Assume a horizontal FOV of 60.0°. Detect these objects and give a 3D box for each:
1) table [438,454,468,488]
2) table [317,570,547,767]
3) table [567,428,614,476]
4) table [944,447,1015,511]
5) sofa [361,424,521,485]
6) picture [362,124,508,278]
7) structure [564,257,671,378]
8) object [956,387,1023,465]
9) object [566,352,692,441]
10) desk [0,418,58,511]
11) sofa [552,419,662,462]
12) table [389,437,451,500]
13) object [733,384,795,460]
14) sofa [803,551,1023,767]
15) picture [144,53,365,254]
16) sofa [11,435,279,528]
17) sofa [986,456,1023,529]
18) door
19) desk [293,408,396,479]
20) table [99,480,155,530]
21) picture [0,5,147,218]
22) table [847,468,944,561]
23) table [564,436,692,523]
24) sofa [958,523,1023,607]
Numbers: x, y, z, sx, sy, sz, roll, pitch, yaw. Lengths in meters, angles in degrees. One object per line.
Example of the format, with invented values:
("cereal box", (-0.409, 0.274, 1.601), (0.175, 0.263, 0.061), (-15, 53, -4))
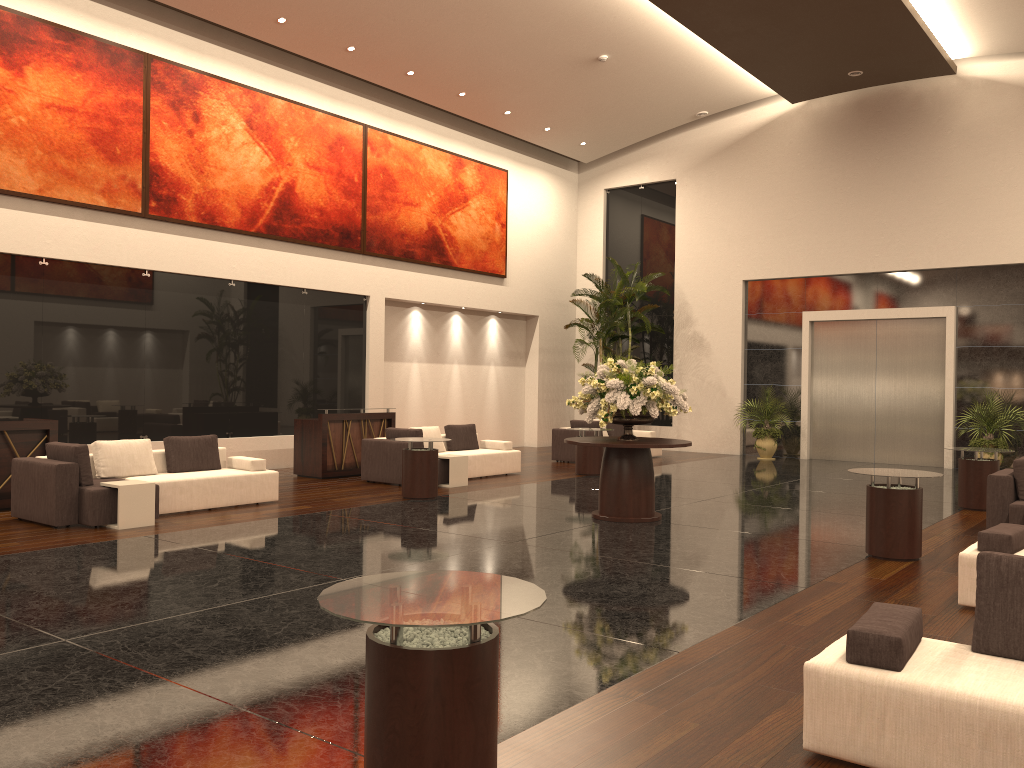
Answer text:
("table", (-0.953, 1.325, 13.569), (0.400, 0.460, 0.400), (1, 0, 38))
("table", (-0.296, 1.177, 3.287), (0.844, 0.795, 0.833), (1, 0, -13))
("table", (1.360, 1.188, 15.527), (0.833, 0.795, 0.844), (1, 0, -2))
("table", (6.209, 1.266, 11.801), (0.833, 0.795, 0.844), (1, 0, -2))
("sofa", (-0.994, 1.121, 14.591), (1.291, 0.862, 2.846), (1, 0, 37))
("picture", (-1.509, -3.763, 19.002), (0.070, 2.526, 4.515), (1, 0, 38))
("structure", (2.542, -0.706, 21.252), (2.436, 4.611, 2.531), (1, 0, 9))
("object", (8.993, 0.862, 16.737), (1.373, 1.682, 1.297), (1, 0, -14))
("object", (1.407, 0.123, 10.554), (1.453, 1.097, 1.402), (1, 0, -6))
("desk", (-6.621, 0.949, 10.011), (0.700, 1.043, 2.606), (1, 0, 38))
("sofa", (2.168, 1.164, 18.706), (1.291, 0.862, 2.846), (1, 0, 37))
("table", (-1.251, 1.152, 12.083), (0.833, 0.795, 0.844), (1, 0, -2))
("object", (5.590, 0.807, 19.419), (1.373, 1.682, 1.297), (1, 0, -19))
("sofa", (1.862, 1.178, 2.494), (2.586, 0.862, 3.366), (1, 0, 38))
("picture", (-4.264, -3.801, 15.416), (0.070, 2.526, 4.515), (1, 0, 38))
("sofa", (-4.146, 1.078, 10.488), (1.291, 0.862, 2.846), (1, 0, 37))
("sofa", (6.472, 1.241, 9.000), (2.846, 0.862, 1.291), (1, 0, 37))
("door", (7.724, 0.154, 18.818), (2.767, 3.048, 0.040), (1, 0, 38))
("desk", (-2.780, 0.966, 14.961), (0.760, 1.114, 1.634), (1, 0, 38))
("table", (-4.105, 1.282, 9.466), (0.400, 0.460, 0.400), (1, 0, 38))
("picture", (-7.016, -3.838, 11.834), (0.070, 2.526, 4.515), (1, 0, 38))
("table", (3.598, 1.230, 8.356), (0.833, 0.795, 0.844), (1, 0, -2))
("table", (1.372, 1.131, 10.573), (1.498, 0.921, 1.498), (1, 0, 29))
("sofa", (5.107, 1.223, 6.747), (2.586, 0.862, 3.366), (1, 0, 38))
